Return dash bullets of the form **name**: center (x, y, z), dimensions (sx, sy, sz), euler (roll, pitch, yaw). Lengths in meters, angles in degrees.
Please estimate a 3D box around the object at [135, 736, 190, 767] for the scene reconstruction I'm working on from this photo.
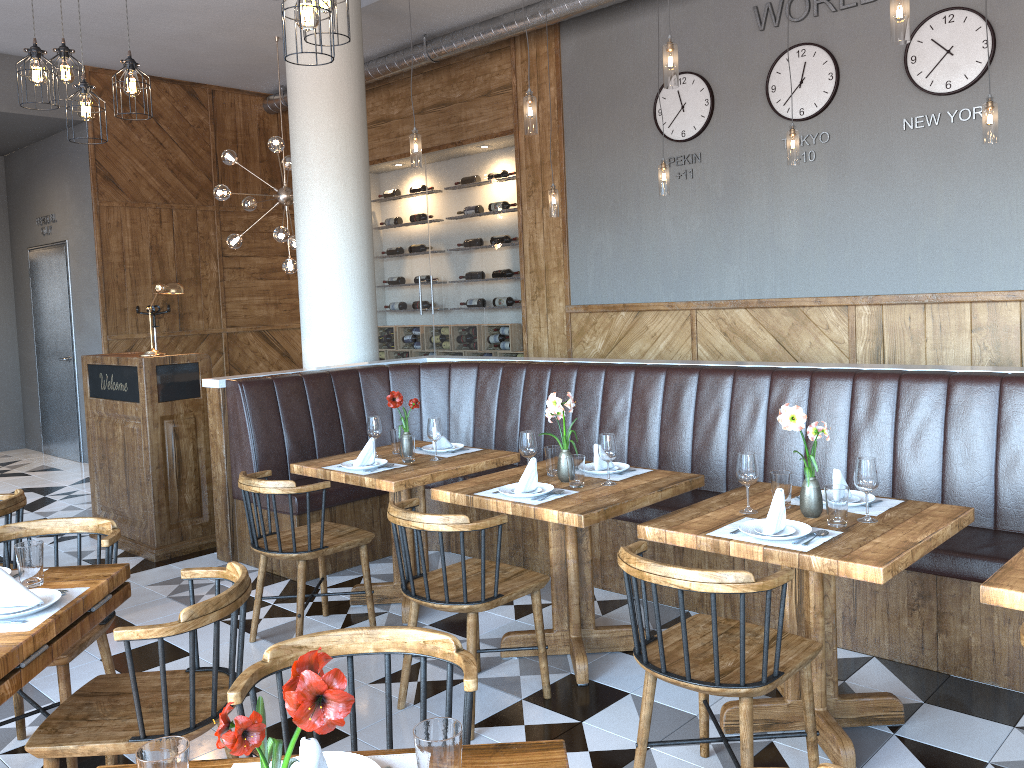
- **object**: center (-0.546, 0.637, 1.395), dimensions (0.080, 0.132, 0.080), euler (-6, 5, -41)

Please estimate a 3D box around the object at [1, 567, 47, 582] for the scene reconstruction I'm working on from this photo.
- **object**: center (-1.680, 0.553, 2.737), dimensions (0.352, 0.137, 0.272), euler (-3, 5, -1)

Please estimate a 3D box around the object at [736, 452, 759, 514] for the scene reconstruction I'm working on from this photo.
- **object**: center (0.852, 0.357, 3.205), dimensions (0.081, 0.215, 0.081), euler (-2, 4, 7)

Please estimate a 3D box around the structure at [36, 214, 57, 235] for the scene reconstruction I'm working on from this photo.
- **structure**: center (-5.138, -1.760, 9.787), dimensions (0.565, 0.196, 0.025), euler (3, 6, 43)

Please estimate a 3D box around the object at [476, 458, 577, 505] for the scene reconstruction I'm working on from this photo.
- **object**: center (0.055, 0.385, 3.678), dimensions (0.352, 0.137, 0.272), euler (2, 7, 43)

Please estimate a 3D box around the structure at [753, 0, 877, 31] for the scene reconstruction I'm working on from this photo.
- **structure**: center (2.847, -2.744, 5.856), dimensions (2.730, 0.198, 0.033), euler (3, 6, 43)

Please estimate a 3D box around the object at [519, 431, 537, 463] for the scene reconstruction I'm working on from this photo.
- **object**: center (0.073, 0.319, 3.943), dimensions (0.081, 0.215, 0.081), euler (0, 4, 35)

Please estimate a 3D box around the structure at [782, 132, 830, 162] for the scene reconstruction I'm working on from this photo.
- **structure**: center (2.186, -1.750, 6.591), dimensions (0.369, 0.199, 0.021), euler (2, 6, 43)

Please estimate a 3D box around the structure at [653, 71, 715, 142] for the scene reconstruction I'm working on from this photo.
- **structure**: center (1.404, -2.270, 7.266), dimensions (0.561, 0.559, 0.046), euler (2, 5, 44)

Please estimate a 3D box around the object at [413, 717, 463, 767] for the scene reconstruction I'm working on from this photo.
- **object**: center (-0.115, 0.616, 1.419), dimensions (0.080, 0.132, 0.080), euler (-6, 5, -41)

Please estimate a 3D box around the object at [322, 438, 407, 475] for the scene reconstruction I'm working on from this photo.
- **object**: center (-0.743, 0.346, 4.433), dimensions (0.352, 0.137, 0.272), euler (2, 7, 43)

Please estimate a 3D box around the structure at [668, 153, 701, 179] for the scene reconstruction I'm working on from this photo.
- **structure**: center (1.426, -1.787, 7.310), dimensions (0.306, 0.196, 0.021), euler (2, 6, 43)

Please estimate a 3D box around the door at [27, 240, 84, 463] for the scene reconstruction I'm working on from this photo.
- **door**: center (-5.119, -0.362, 9.883), dimensions (1.207, 2.388, 0.114), euler (1, 5, 44)

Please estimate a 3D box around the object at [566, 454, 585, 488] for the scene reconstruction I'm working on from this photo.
- **object**: center (0.272, 0.370, 3.751), dimensions (0.080, 0.132, 0.080), euler (0, 4, 28)

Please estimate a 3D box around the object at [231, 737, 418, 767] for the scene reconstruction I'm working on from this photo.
- **object**: center (-0.324, 0.619, 1.458), dimensions (0.352, 0.137, 0.272), euler (-3, 5, -1)

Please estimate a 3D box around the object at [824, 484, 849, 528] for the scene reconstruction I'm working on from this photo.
- **object**: center (1.091, 0.410, 2.976), dimensions (0.080, 0.132, 0.080), euler (-6, 5, -41)

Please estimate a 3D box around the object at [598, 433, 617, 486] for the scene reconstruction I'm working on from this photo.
- **object**: center (0.409, 0.320, 3.776), dimensions (0.081, 0.215, 0.081), euler (-3, 4, -15)

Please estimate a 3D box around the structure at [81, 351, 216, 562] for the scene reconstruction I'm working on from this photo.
- **structure**: center (-2.453, 0.433, 6.176), dimensions (1.046, 1.297, 0.647), euler (1, 5, 43)

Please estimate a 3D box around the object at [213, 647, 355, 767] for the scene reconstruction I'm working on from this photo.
- **object**: center (-0.284, 0.536, 1.171), dimensions (0.171, 0.354, 0.156), euler (-2, 4, 9)

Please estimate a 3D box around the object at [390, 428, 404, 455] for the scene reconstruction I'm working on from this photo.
- **object**: center (-0.614, 0.310, 4.762), dimensions (0.080, 0.132, 0.080), euler (1, 5, 43)

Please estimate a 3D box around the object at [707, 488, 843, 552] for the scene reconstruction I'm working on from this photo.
- **object**: center (0.860, 0.424, 2.915), dimensions (0.352, 0.137, 0.272), euler (2, 7, 43)

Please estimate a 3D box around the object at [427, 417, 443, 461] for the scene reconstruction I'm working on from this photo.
- **object**: center (-0.393, 0.281, 4.535), dimensions (0.081, 0.215, 0.081), euler (-3, 4, -15)

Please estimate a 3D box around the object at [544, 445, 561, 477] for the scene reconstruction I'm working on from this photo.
- **object**: center (0.188, 0.349, 4.003), dimensions (0.080, 0.132, 0.080), euler (1, 5, 43)

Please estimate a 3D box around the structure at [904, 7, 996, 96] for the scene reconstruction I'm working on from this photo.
- **structure**: center (2.889, -2.198, 5.861), dimensions (0.561, 0.559, 0.046), euler (2, 5, 44)

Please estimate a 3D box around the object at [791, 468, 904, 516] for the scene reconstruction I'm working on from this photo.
- **object**: center (1.227, 0.371, 3.290), dimensions (0.352, 0.137, 0.272), euler (2, 7, 43)

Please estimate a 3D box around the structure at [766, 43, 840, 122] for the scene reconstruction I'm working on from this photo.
- **structure**: center (2.146, -2.234, 6.563), dimensions (0.561, 0.559, 0.046), euler (2, 5, 44)

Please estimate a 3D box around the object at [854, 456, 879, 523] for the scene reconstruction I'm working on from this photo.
- **object**: center (1.209, 0.359, 3.019), dimensions (0.081, 0.215, 0.081), euler (-2, 4, 7)

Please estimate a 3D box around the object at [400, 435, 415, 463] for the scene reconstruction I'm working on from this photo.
- **object**: center (-0.529, 0.331, 4.510), dimensions (0.080, 0.132, 0.080), euler (0, 4, 28)

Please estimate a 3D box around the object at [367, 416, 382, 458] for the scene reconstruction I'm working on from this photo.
- **object**: center (-0.729, 0.280, 4.702), dimensions (0.081, 0.215, 0.081), euler (0, 4, 35)

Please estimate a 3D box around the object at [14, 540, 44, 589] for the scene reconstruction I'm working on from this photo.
- **object**: center (-1.465, 0.550, 2.697), dimensions (0.080, 0.132, 0.080), euler (-5, 4, -31)

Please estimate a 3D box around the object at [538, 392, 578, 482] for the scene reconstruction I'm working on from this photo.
- **object**: center (0.210, 0.229, 3.853), dimensions (0.146, 0.399, 0.207), euler (-5, 5, -39)

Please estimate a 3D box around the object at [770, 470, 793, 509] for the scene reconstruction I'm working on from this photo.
- **object**: center (0.988, 0.388, 3.246), dimensions (0.080, 0.132, 0.080), euler (1, 5, 43)

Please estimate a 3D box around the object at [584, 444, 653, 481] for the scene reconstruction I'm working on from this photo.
- **object**: center (0.422, 0.332, 4.052), dimensions (0.352, 0.137, 0.272), euler (2, 7, 43)

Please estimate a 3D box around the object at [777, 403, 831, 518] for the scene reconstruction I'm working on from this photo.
- **object**: center (1.027, 0.265, 3.118), dimensions (0.207, 0.399, 0.146), euler (-6, 5, -44)

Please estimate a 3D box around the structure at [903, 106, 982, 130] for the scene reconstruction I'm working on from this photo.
- **structure**: center (2.911, -1.774, 5.899), dimensions (0.583, 0.079, 0.021), euler (3, 6, 43)

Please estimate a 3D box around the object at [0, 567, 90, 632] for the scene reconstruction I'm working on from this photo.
- **object**: center (-1.401, 0.566, 2.482), dimensions (0.272, 0.137, 0.353), euler (-3, 5, -1)
